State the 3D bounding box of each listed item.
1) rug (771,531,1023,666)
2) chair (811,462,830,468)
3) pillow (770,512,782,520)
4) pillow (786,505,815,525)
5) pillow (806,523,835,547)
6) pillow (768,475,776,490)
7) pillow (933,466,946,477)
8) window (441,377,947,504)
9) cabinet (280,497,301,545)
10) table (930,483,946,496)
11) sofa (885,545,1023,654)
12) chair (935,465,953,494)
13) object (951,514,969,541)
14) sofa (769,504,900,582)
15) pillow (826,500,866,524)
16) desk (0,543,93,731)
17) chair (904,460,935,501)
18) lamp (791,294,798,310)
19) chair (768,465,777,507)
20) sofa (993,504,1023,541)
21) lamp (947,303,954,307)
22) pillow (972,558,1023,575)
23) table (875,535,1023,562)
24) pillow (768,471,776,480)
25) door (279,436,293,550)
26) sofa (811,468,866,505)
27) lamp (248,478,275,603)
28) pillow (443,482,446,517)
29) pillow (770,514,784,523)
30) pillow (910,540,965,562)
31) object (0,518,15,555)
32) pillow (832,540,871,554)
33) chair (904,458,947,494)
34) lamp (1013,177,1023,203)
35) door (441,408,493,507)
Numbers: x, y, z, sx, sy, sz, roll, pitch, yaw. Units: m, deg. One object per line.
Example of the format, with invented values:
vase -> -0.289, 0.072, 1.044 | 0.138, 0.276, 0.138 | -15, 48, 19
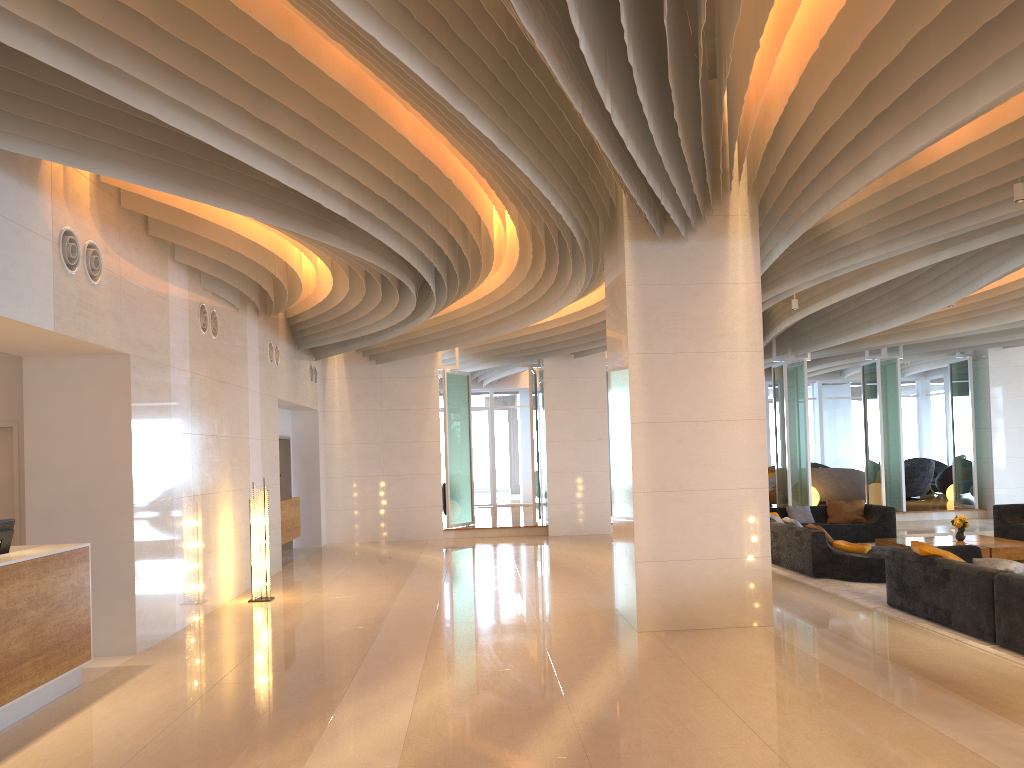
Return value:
rug -> 6.368, 2.013, 7.449 | 5.523, 0.022, 16.228 | -2, -5, -3
chair -> 8.237, 2.561, 23.510 | 1.535, 1.004, 1.126 | 0, -3, -21
pillow -> 3.890, 2.079, 13.302 | 0.330, 0.334, 0.416 | 0, -4, -38
pillow -> 4.854, 2.205, 14.939 | 0.408, 0.312, 0.322 | -2, -3, -2
pillow -> 3.918, 1.918, 11.160 | 0.329, 0.310, 0.424 | -2, -3, -1
pillow -> 6.275, 2.346, 21.234 | 0.464, 0.408, 0.505 | -2, -3, -1
pillow -> 11.882, 2.448, 24.675 | 0.498, 0.408, 0.470 | -3, -3, 24
window -> 10.456, 0.236, 9.837 | 22.527, 3.214, 53.675 | 2, -6, -38
cabinet -> -3.805, 2.173, 14.136 | 0.560, 0.660, 1.511 | -2, -4, -3
table -> 11.643, 2.808, 23.633 | 1.078, 0.318, 0.821 | -2, -4, 3
sofa -> 4.218, 1.745, 6.960 | 0.943, 0.581, 3.779 | -2, -5, -3
chair -> 11.599, 2.385, 22.637 | 1.519, 1.004, 1.138 | -2, -3, -1
object -> 6.287, 2.007, 12.436 | 0.233, 0.376, 0.270 | -3, -3, 29
sofa -> 4.934, 2.155, 12.753 | 2.830, 0.652, 5.091 | -2, -5, -3
pillow -> 5.657, 2.158, 15.018 | 0.632, 0.377, 0.554 | -3, -4, 18
desk -> -3.522, 1.480, 3.419 | 0.899, 1.047, 6.673 | -2, -5, -3
chair -> 9.902, 2.398, 22.136 | 1.541, 1.004, 1.122 | 0, -4, -31
lamp -> 3.866, -1.774, 12.201 | 0.088, 1.503, 0.090 | -3, -2, 42
chair -> 6.141, 2.469, 21.557 | 1.146, 1.003, 1.508 | -1, -4, -15
sofa -> 8.279, 2.060, 12.437 | 0.943, 0.581, 3.779 | -2, -5, -3
lamp -> 6.090, -1.830, 12.370 | 0.088, 1.503, 0.090 | -3, -2, 42
pillow -> 4.136, 1.646, 7.349 | 0.421, 0.376, 0.587 | -2, -4, -1
table -> 6.162, 2.296, 12.272 | 1.604, 0.219, 1.601 | -2, -5, -3
pillow -> 6.374, 2.330, 21.648 | 0.377, 0.421, 0.599 | 0, -4, -25
door -> -4.225, 1.987, 15.937 | 0.247, 2.097, 1.405 | -2, -2, -3
sofa -> 7.632, 2.474, 21.554 | 1.129, 0.899, 2.523 | 1, -5, -43
lamp -> -2.985, 1.835, 10.501 | 0.251, 1.448, 0.250 | -2, -1, -3
pillow -> -2.029, 2.532, 19.165 | 1.523, 1.004, 1.135 | -1, -3, -6
pillow -> 3.860, 2.059, 12.962 | 0.549, 0.376, 0.650 | -1, -4, -8
pillow -> 4.024, 1.662, 8.241 | 0.542, 0.377, 0.646 | -3, -4, 19
object -> -3.567, 1.160, 6.107 | 0.355, 0.434, 0.536 | -2, -3, -3
pillow -> 4.171, 1.989, 10.864 | 0.405, 0.135, 0.423 | -4, -5, 30
chair -> 11.527, 2.552, 24.676 | 1.510, 1.004, 1.144 | -2, -3, 9
lamp -> 4.001, -2.196, 7.032 | 0.090, 1.503, 0.088 | -1, -1, -12
door -> -1.314, 2.094, 25.076 | 1.462, 2.766, 0.060 | -2, -1, -4
